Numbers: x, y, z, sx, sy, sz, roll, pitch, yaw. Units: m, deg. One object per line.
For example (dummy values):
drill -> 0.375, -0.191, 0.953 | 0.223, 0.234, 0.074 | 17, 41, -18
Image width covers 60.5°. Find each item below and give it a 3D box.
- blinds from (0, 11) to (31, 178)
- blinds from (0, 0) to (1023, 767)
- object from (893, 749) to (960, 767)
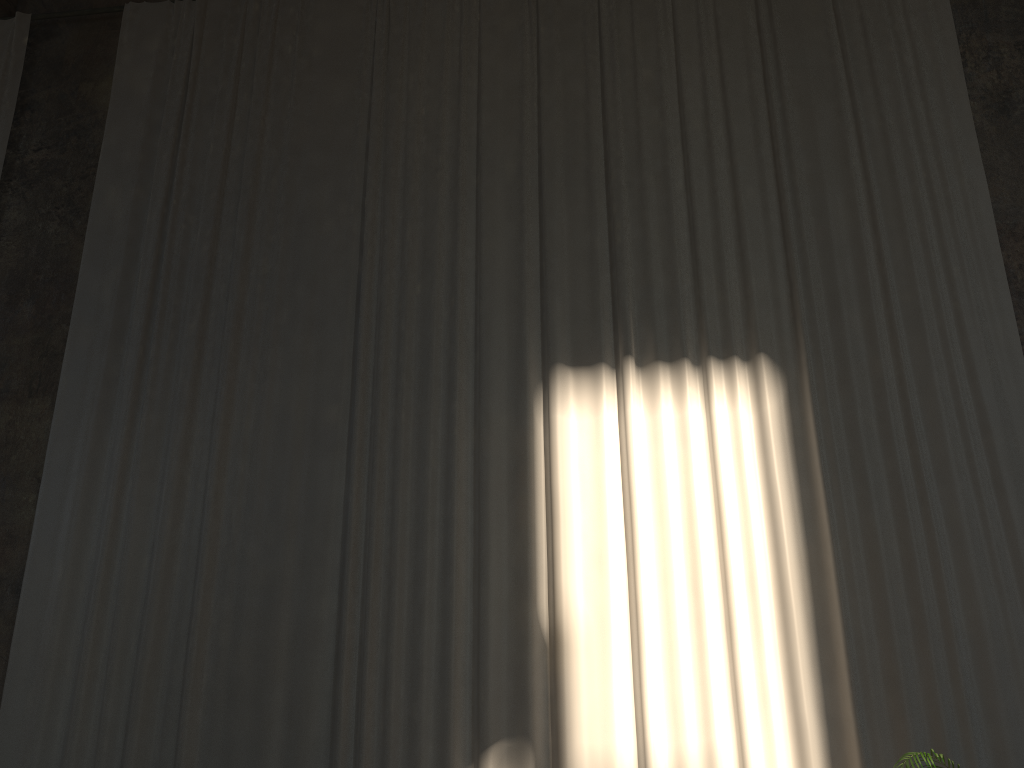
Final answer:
blinds -> -8.612, 0.408, 7.815 | 7.828, 8.282, 0.286 | -3, -19, 7
blinds -> -0.010, -0.063, 6.989 | 7.828, 8.282, 0.286 | -3, -19, 7
object -> 2.710, 2.798, 4.910 | 1.128, 1.394, 1.141 | 1, -21, -3
